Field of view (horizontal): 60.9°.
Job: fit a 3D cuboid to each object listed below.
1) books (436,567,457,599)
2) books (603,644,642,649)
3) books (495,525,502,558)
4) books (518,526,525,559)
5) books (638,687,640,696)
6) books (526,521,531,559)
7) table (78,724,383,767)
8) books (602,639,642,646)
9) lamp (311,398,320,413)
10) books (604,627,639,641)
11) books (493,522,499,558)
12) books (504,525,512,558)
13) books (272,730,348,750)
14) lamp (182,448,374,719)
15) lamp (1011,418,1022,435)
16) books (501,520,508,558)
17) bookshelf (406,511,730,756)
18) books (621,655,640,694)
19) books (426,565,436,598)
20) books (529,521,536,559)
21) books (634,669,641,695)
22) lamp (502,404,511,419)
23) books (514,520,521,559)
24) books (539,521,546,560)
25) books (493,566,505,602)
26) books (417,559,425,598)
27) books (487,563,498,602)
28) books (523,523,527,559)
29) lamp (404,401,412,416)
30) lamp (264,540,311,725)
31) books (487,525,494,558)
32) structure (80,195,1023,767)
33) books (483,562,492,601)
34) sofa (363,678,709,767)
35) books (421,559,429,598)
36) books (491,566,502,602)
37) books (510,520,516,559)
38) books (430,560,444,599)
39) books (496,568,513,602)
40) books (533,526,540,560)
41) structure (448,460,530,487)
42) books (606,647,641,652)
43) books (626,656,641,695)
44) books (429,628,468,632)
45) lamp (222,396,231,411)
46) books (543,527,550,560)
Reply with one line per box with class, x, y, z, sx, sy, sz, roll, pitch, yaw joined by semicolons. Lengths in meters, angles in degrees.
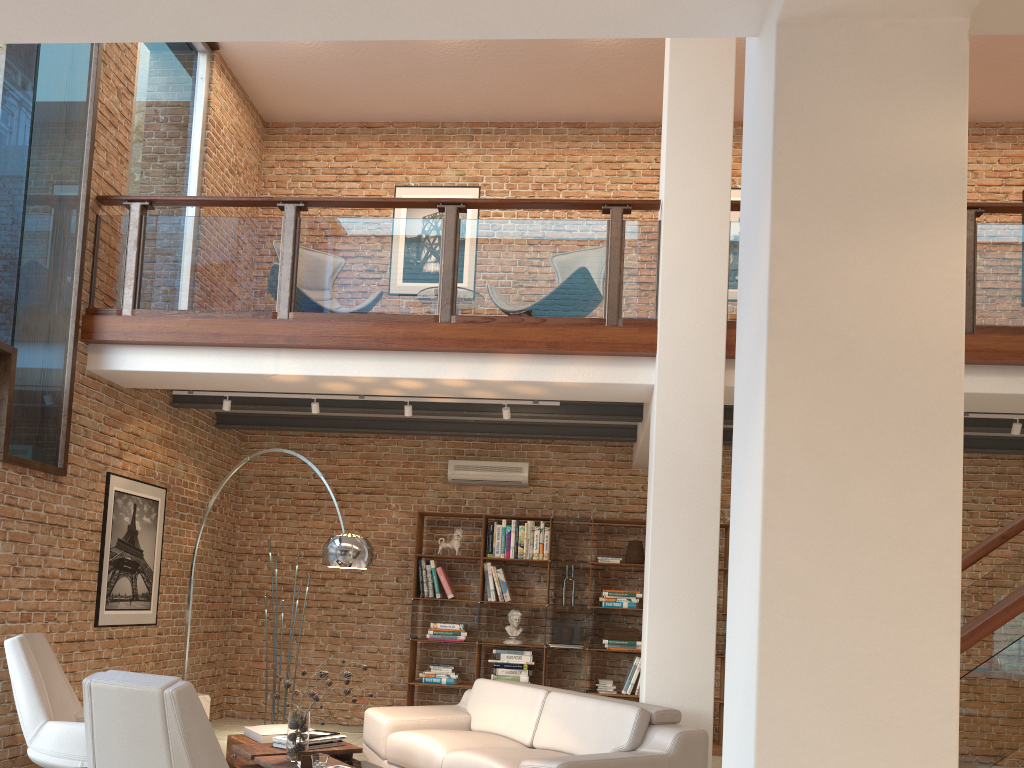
books;-0.653;1.988;8.700;0.195;0.311;0.261;2;-8;5
books;1.085;2.555;8.503;0.379;0.035;0.251;3;-14;1
books;-0.123;1.572;8.655;0.055;0.321;0.261;2;-8;6
books;0.100;1.577;8.629;0.055;0.321;0.261;2;-8;6
books;1.266;2.837;8.460;0.098;0.346;0.278;2;-8;6
books;0.171;1.559;8.653;0.036;0.374;0.249;2;-7;6
table;-1.470;2.237;4.775;1.996;0.418;2.241;12;-16;-32
books;1.069;2.510;8.473;0.379;0.035;0.251;2;-14;4
lamp;-1.550;0.176;6.878;0.061;0.118;0.088;2;-8;7
books;1.063;2.436;8.487;0.335;0.116;0.219;2;-12;5
books;-0.159;1.562;8.677;0.021;0.350;0.278;2;-8;6
books;-0.028;1.580;8.665;0.055;0.321;0.261;2;-8;6
books;-1.249;2.188;5.361;0.251;0.072;0.410;-7;-17;36
lamp;-1.701;1.601;6.069;2.044;2.294;0.324;-5;-8;42
lamp;3.705;0.321;6.404;0.061;0.126;0.088;2;-7;7
books;-0.075;1.548;8.657;0.036;0.374;0.249;2;-7;6
bookshelf;0.540;2.409;8.525;3.032;2.152;0.372;2;-4;5
books;1.152;2.825;8.475;0.163;0.363;0.249;2;-7;5
books;-0.799;1.979;8.722;0.102;0.326;0.261;2;-8;6
books;0.207;1.556;8.636;0.036;0.374;0.249;2;-7;6
books;1.244;2.832;8.453;0.098;0.346;0.278;2;-8;6
lamp;-0.042;0.216;6.752;0.060;0.113;0.097;2;-8;12
books;0.056;1.552;8.650;0.036;0.374;0.249;2;-7;6
books;0.300;1.559;8.628;0.036;0.374;0.249;2;-7;6
books;-0.119;1.987;8.643;0.124;0.340;0.278;2;-8;6
books;-0.889;1.945;8.705;0.091;0.375;0.249;2;-7;6
books;-0.194;1.964;8.632;0.103;0.374;0.249;2;-7;6
books;0.140;1.568;8.641;0.021;0.350;0.278;2;-8;6
lamp;-0.809;0.199;6.811;0.061;0.126;0.088;2;-7;7
lamp;-2.126;2.358;8.099;0.421;1.778;0.201;5;-4;-25
books;-0.198;1.575;8.681;0.055;0.321;0.261;2;-8;6
structure;1.366;-0.229;1.822;10.147;4.030;14.266;2;-13;5
books;-0.229;1.968;8.659;0.101;0.374;0.249;2;-7;6
sofa;0.033;2.376;5.670;1.159;0.736;2.365;10;-15;-33
books;-0.851;1.948;8.709;0.091;0.375;0.249;2;-7;6
books;-0.141;1.984;8.636;0.124;0.340;0.278;2;-8;6
books;0.019;1.549;8.643;0.036;0.374;0.249;2;-7;6
books;-0.746;1.949;8.687;0.121;0.372;0.249;2;-7;6
books;-0.072;1.993;8.624;0.158;0.321;0.261;2;-8;5
books;0.251;1.583;8.625;0.055;0.321;0.261;2;-8;6
structure;-0.233;0.906;8.839;0.812;0.214;0.205;2;-9;5
books;1.096;2.579;8.486;0.355;0.020;0.280;2;-14;4
books;1.191;2.820;8.448;0.161;0.364;0.249;2;-7;5
books;-0.630;2.441;8.648;0.355;0.020;0.280;2;-14;4
lamp;-2.269;0.160;6.939;0.060;0.126;0.087;6;-8;-24
books;0.349;1.591;8.638;0.055;0.321;0.261;2;-8;6
